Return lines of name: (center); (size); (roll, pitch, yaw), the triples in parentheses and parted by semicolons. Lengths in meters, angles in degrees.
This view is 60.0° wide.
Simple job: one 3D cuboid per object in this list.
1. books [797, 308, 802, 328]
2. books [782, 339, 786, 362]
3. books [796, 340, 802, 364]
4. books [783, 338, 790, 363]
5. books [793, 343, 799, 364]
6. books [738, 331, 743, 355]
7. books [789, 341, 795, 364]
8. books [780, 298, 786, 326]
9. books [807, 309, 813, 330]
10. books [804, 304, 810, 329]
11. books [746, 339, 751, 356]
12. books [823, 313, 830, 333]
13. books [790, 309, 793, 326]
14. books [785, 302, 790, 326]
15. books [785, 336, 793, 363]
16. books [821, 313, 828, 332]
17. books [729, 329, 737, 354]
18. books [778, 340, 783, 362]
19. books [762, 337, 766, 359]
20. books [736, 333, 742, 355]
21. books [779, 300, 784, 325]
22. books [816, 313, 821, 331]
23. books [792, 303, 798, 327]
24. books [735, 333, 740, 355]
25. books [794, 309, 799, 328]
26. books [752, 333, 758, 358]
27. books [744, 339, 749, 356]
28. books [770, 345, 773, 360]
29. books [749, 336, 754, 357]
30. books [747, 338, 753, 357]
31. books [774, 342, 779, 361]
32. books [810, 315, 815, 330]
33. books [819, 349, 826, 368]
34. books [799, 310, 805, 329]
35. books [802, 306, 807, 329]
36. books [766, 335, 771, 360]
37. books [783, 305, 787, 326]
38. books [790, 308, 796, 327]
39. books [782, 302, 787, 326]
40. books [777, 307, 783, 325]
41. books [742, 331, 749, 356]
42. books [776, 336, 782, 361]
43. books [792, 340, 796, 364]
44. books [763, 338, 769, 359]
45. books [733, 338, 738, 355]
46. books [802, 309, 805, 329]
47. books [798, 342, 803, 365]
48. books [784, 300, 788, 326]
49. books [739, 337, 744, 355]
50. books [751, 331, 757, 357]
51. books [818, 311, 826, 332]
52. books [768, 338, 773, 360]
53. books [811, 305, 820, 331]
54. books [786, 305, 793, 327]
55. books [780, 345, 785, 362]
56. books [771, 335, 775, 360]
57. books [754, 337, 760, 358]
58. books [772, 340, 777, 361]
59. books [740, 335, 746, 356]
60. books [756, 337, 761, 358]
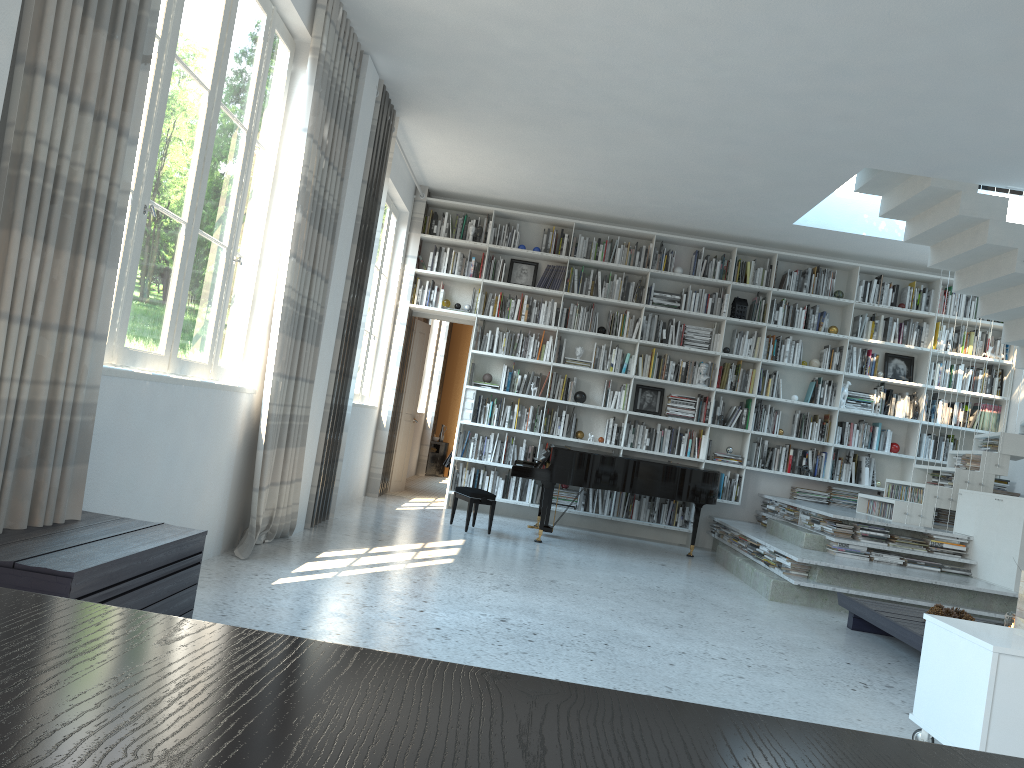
books: (2.969, -0.668, 9.222); (0.023, 0.236, 0.149); (9, -2, 2)
books: (2.808, -0.332, 9.221); (0.011, 0.257, 0.131); (9, -2, 2)
books: (2.952, -0.318, 9.199); (0.024, 0.272, 0.169); (9, -2, 2)
books: (2.829, -0.333, 9.197); (0.030, 0.263, 0.182); (9, -2, 2)
books: (2.927, -0.301, 9.210); (0.021, 0.232, 0.183); (9, -2, 2)
books: (2.360, -0.412, 9.233); (0.019, 0.275, 0.146); (9, -2, 2)
books: (2.881, -0.315, 9.206); (0.025, 0.244, 0.183); (9, -2, 2)
books: (2.799, -0.730, 9.225); (0.014, 0.306, 0.152); (9, -2, 2)
books: (3.069, -0.653, 9.214); (0.030, 0.238, 0.186); (9, -2, 2)
books: (3.053, -0.678, 9.234); (0.012, 0.285, 0.159); (9, -2, 2)
books: (2.430, -0.361, 9.216); (0.027, 0.196, 0.185); (9, -2, 2)
books: (3.255, -0.618, 9.230); (0.026, 0.229, 0.140); (9, -2, 2)
books: (2.885, -0.669, 9.237); (0.014, 0.215, 0.132); (9, -2, 2)
books: (2.850, -0.706, 9.244); (0.012, 0.276, 0.133); (9, -2, 2)
books: (2.860, -0.343, 9.222); (0.027, 0.295, 0.159); (9, -2, 2)
books: (3.217, -0.618, 9.213); (0.048, 0.216, 0.182); (9, -2, 2)
books: (2.298, -0.427, 9.240); (0.018, 0.285, 0.159); (9, -2, 2)
books: (2.765, -0.330, 9.207); (0.022, 0.237, 0.164); (9, -2, 2)
books: (2.584, -0.365, 9.212); (0.028, 0.251, 0.190); (9, -2, 2)
books: (2.343, -0.402, 9.232); (0.028, 0.250, 0.164); (9, -2, 2)
books: (2.785, -0.720, 9.231); (0.011, 0.283, 0.173); (9, -2, 2)
books: (3.153, -0.626, 9.218); (0.030, 0.213, 0.157); (9, -2, 2)
books: (2.931, -0.697, 9.237); (0.013, 0.284, 0.154); (9, -2, 2)
books: (2.326, -0.401, 9.238); (0.024, 0.242, 0.159); (9, -2, 2)
books: (2.944, -0.661, 9.234); (0.025, 0.216, 0.144); (9, -2, 2)
books: (2.509, -0.389, 9.223); (0.025, 0.277, 0.173); (9, -2, 2)
books: (2.412, -0.364, 9.214); (0.024, 0.195, 0.173); (9, -2, 2)
books: (2.674, -0.314, 9.223); (0.021, 0.179, 0.136); (9, -2, 2)
books: (2.473, -0.373, 9.223); (0.024, 0.234, 0.149); (9, -2, 2)
books: (2.452, -0.365, 9.216); (0.029, 0.211, 0.158); (9, -2, 2)
books: (2.726, -0.324, 9.221); (0.026, 0.216, 0.161); (9, -2, 2)
books: (3.093, -0.620, 9.217); (0.027, 0.181, 0.176); (9, -2, 2)
books: (3.218, -0.248, 9.216); (0.015, 0.220, 0.140); (9, -2, 2)
books: (2.988, -0.651, 9.206); (0.021, 0.209, 0.181); (9, -2, 2)
books: (3.020, -0.674, 9.222); (0.012, 0.264, 0.156); (9, -2, 2)
books: (2.650, -0.368, 9.230); (0.014, 0.278, 0.154); (9, -2, 2)
books: (2.816, -0.691, 9.231); (0.012, 0.235, 0.165); (9, -2, 2)
books: (2.906, -0.670, 9.240); (0.028, 0.223, 0.142); (9, -2, 2)
books: (2.808, -0.709, 9.223); (0.010, 0.268, 0.166); (9, -2, 2)
books: (2.760, -0.687, 9.213); (0.026, 0.207, 0.181); (9, -2, 2)
books: (2.402, -0.406, 9.204); (0.028, 0.275, 0.187); (9, -2, 2)
books: (2.750, -0.354, 9.202); (0.014, 0.280, 0.177); (9, -2, 2)
books: (2.907, -0.319, 9.225); (0.024, 0.262, 0.133); (9, -2, 2)
books: (2.626, -0.353, 9.234); (0.030, 0.242, 0.138); (9, -2, 2)
books: (2.302, -0.376, 9.216); (0.028, 0.185, 0.181); (9, -2, 2)
books: (3.005, -0.655, 9.220); (0.011, 0.222, 0.159); (9, -2, 2)
books: (2.989, -0.301, 9.221); (0.034, 0.254, 0.161); (9, -2, 2)
books: (2.835, -0.718, 9.238); (0.021, 0.296, 0.138); (9, -2, 2)
books: (2.365, -0.377, 9.231); (0.023, 0.207, 0.171); (9, -2, 2)
books: (2.495, -0.400, 9.225); (0.028, 0.293, 0.154); (9, -2, 2)
books: (3.196, -0.631, 9.205); (0.054, 0.235, 0.171); (9, -2, 2)
books: (2.661, -0.351, 9.213); (0.014, 0.247, 0.176); (9, -2, 2)
books: (3.129, -0.667, 9.205); (0.029, 0.285, 0.183); (9, -2, 2)
books: (2.867, -0.687, 9.219); (0.027, 0.241, 0.160); (9, -2, 2)
books: (2.785, -0.304, 9.215); (0.025, 0.194, 0.171); (9, -2, 2)
books: (2.700, -0.362, 9.241); (0.014, 0.284, 0.135); (9, -2, 2)
books: (2.521, -0.364, 9.205); (0.028, 0.229, 0.177); (9, -2, 2)
books: (2.709, -0.338, 9.220); (0.013, 0.236, 0.157); (9, -2, 2)
books: (2.383, -0.389, 9.225); (0.023, 0.236, 0.178); (9, -2, 2)
books: (2.541, -0.364, 9.220); (0.026, 0.238, 0.173); (9, -2, 2)
